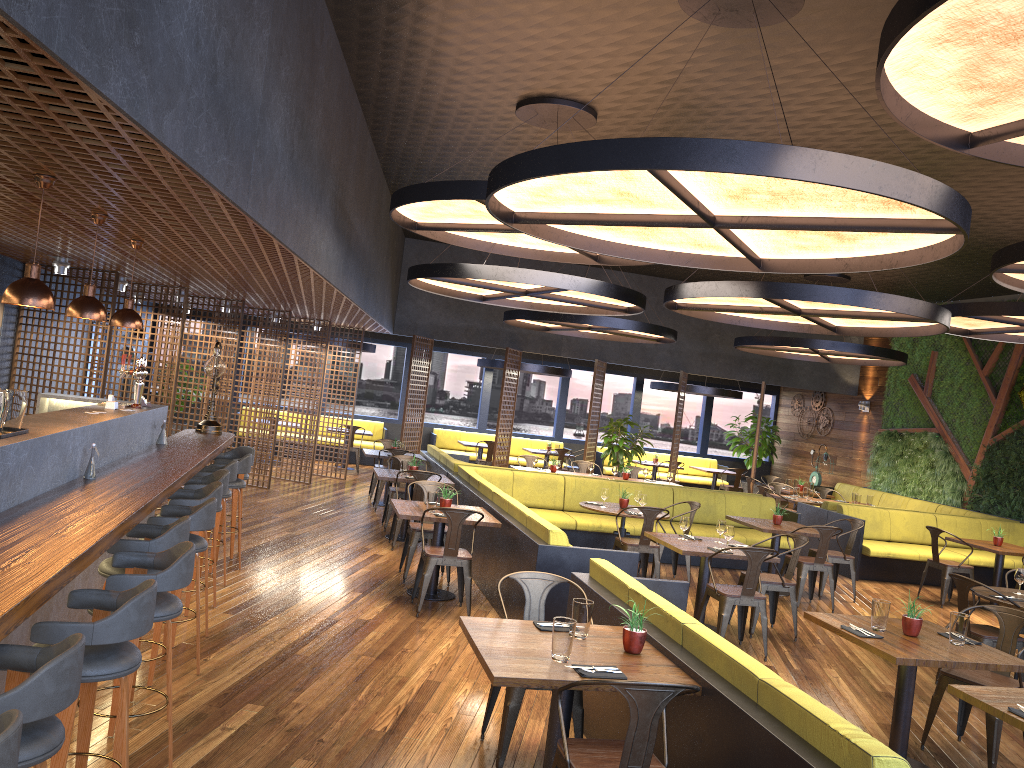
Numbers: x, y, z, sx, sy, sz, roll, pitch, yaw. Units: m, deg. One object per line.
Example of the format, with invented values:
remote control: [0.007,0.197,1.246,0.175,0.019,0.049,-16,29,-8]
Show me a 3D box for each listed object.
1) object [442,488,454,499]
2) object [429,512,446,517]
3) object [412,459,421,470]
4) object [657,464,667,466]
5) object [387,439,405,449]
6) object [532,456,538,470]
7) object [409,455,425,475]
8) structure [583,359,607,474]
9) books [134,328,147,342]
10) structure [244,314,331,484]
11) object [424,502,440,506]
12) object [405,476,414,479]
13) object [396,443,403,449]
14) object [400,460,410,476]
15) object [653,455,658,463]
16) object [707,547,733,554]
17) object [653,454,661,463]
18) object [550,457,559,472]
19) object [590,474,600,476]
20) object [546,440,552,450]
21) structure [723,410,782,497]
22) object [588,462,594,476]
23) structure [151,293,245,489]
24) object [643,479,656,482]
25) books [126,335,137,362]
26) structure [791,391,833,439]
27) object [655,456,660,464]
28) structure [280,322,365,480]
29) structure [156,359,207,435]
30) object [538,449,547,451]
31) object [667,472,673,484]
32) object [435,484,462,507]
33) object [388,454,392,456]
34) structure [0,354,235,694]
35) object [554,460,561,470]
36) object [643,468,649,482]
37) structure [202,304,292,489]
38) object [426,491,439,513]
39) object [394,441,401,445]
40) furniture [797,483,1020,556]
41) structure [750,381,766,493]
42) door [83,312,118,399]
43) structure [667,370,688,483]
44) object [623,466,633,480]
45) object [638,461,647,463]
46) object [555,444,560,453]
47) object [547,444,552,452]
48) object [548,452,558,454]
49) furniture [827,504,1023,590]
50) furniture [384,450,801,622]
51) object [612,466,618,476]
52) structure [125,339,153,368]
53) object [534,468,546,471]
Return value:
object: [-0.598,1.055,8.177,0.102,0.178,0.102,7,-1,-27]
object: [-0.587,1.132,7.690,0.255,0.019,0.157,7,-1,-13]
object: [-1.172,1.010,10.815,0.102,0.178,0.102,7,-1,-27]
object: [3.141,1.696,18.613,0.255,0.019,0.157,7,-1,-13]
object: [-1.735,0.918,13.284,0.260,0.271,0.238,7,-1,-11]
object: [0.348,1.213,13.626,0.097,0.206,0.097,7,-1,33]
object: [-1.167,0.963,10.669,0.260,0.271,0.238,7,-1,-11]
structure: [1.530,0.900,16.823,0.050,2.700,0.852,7,-1,18]
books: [-7.074,-0.942,16.900,0.177,0.245,0.450,7,-1,-12]
structure: [-3.767,0.230,14.747,1.319,2.700,0.050,7,-1,18]
object: [-0.691,1.126,8.320,0.255,0.019,0.157,7,-1,-13]
object: [-1.161,1.087,10.328,0.255,0.019,0.157,7,-1,-13]
object: [-1.670,0.972,13.149,0.102,0.178,0.102,7,-1,-7]
object: [-1.266,0.995,10.451,0.102,0.178,0.102,7,-1,-27]
object: [3.086,1.614,19.117,0.102,0.178,0.102,7,-1,-27]
object: [1.782,1.426,7.634,0.157,0.019,0.255,7,-1,-12]
object: [3.072,1.564,18.934,0.238,0.271,0.260,7,-1,9]
object: [0.638,1.213,13.563,0.238,0.271,0.260,7,-1,9]
object: [1.322,1.431,13.958,0.157,0.019,0.255,7,-1,-12]
object: [0.786,1.278,18.436,0.238,0.271,0.260,7,-1,9]
structure: [5.640,1.702,20.669,1.493,2.184,1.272,7,-1,-12]
object: [1.229,1.323,13.820,0.097,0.206,0.097,7,-1,33]
structure: [-4.491,0.119,12.453,1.319,2.700,0.050,7,-1,18]
object: [2.203,1.541,14.151,0.157,0.019,0.255,7,-1,-12]
books: [-6.958,-0.645,16.241,0.223,0.489,0.286,7,-1,-21]
structure: [6.731,0.662,20.026,0.058,1.178,1.791,7,-1,-12]
object: [3.068,1.608,18.758,0.102,0.178,0.102,7,-1,-27]
structure: [-3.405,0.285,15.893,1.319,2.700,0.050,7,-1,18]
structure: [-6.799,0.362,18.025,1.166,1.763,0.993,7,-1,-42]
object: [0.686,1.396,18.754,0.255,0.019,0.157,7,-1,-13]
object: [2.446,1.472,13.740,0.097,0.206,0.097,7,-1,33]
object: [-0.599,1.007,8.006,0.238,0.271,0.260,7,-1,9]
object: [-1.737,1.042,12.973,0.255,0.019,0.157,7,-1,-13]
structure: [-3.254,0.195,4.721,2.700,2.700,9.298,7,-1,-12]
object: [0.684,1.252,13.353,0.097,0.206,0.097,7,-1,33]
object: [2.110,1.433,14.013,0.097,0.206,0.097,7,-1,33]
structure: [-4.129,0.174,13.600,1.319,2.700,0.050,7,-1,18]
object: [-0.705,1.038,7.805,0.102,0.178,0.102,7,-1,23]
object: [-1.748,0.965,13.461,0.102,0.178,0.102,7,-1,3]
furniture: [5.511,2.271,15.082,3.378,0.916,4.755,7,-1,-12]
structure: [4.826,1.312,17.547,0.050,2.700,0.852,7,-1,18]
door: [-6.711,0.013,14.354,0.052,2.386,2.441,7,-1,-12]
structure: [3.178,1.106,17.185,0.050,2.700,0.852,7,-1,18]
object: [1.777,1.355,13.813,0.238,0.271,0.260,7,-1,9]
object: [2.769,1.653,18.897,0.157,0.019,0.255,7,-1,-13]
object: [0.937,1.343,18.391,0.102,0.178,0.102,7,-1,-27]
object: [0.760,1.320,18.253,0.102,0.178,0.102,7,-1,-27]
object: [0.834,1.408,18.108,0.255,0.019,0.157,7,-1,-13]
furniture: [6.494,2.348,10.552,3.372,0.914,4.503,7,-1,-12]
furniture: [1.394,1.725,10.806,4.895,0.914,7.462,7,-1,-17]
object: [1.565,1.362,13.547,0.097,0.206,0.097,7,-1,33]
structure: [-7.022,-0.573,16.679,0.293,0.563,1.220,7,-1,-12]
object: [0.441,1.321,13.764,0.157,0.019,0.255,7,-1,-12]
